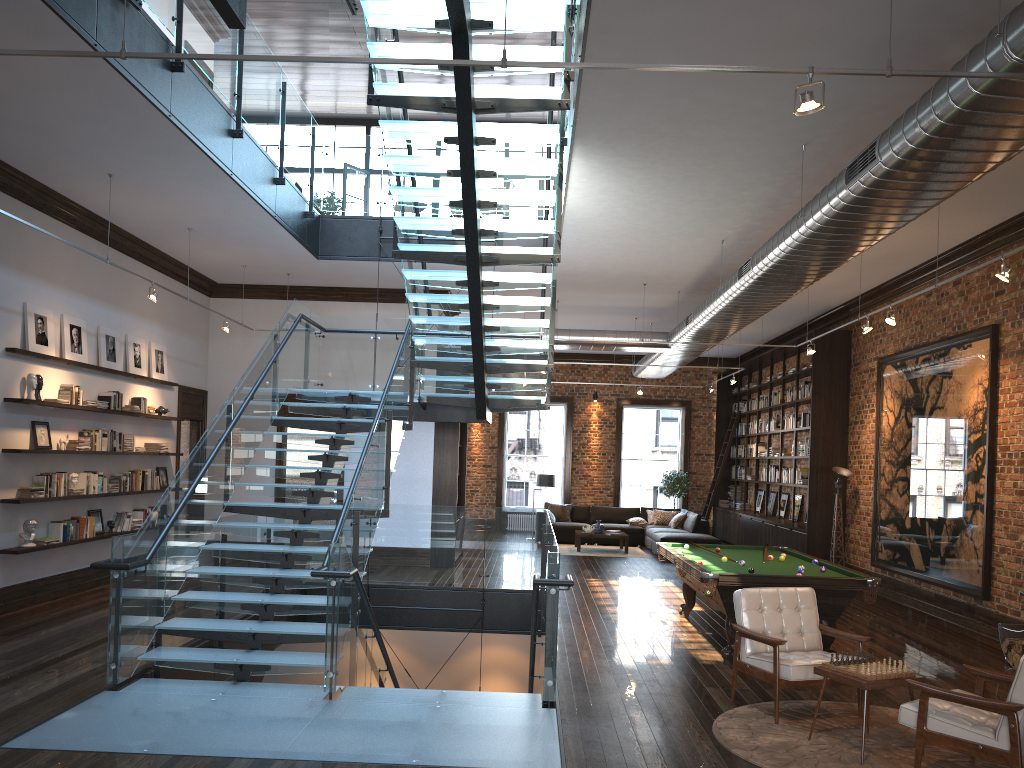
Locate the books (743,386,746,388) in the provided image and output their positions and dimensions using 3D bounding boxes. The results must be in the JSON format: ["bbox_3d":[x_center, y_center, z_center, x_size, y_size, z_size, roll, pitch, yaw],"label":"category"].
[{"bbox_3d":[5.436,0.068,20.340,0.192,0.010,0.374,2,-5,3],"label":"books"}]

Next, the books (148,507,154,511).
[{"bbox_3d":[-4.944,1.822,12.194,0.122,0.252,0.013,2,0,1],"label":"books"}]

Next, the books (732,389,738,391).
[{"bbox_3d":[5.436,0.153,21.287,0.230,0.015,0.313,2,-5,-2],"label":"books"}]

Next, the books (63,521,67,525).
[{"bbox_3d":[-5.002,1.633,9.839,0.114,0.220,0.022,2,0,1],"label":"books"}]

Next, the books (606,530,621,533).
[{"bbox_3d":[2.041,2.973,17.877,0.205,0.028,0.263,-1,-6,34],"label":"books"}]

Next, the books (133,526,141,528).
[{"bbox_3d":[-4.955,1.867,11.571,0.141,0.011,0.289,2,-5,-3],"label":"books"}]

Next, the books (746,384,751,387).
[{"bbox_3d":[5.413,0.039,19.947,0.216,0.018,0.377,2,-5,0],"label":"books"}]

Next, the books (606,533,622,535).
[{"bbox_3d":[2.012,2.969,17.538,0.262,0.024,0.206,4,-5,-21],"label":"books"}]

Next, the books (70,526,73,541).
[{"bbox_3d":[-4.975,1.663,9.875,0.167,0.168,0.029,2,0,1],"label":"books"}]

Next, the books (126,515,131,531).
[{"bbox_3d":[-4.952,1.771,11.320,0.151,0.207,0.085,2,-1,1],"label":"books"}]

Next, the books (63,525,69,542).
[{"bbox_3d":[-4.975,1.646,9.771,0.167,0.184,0.029,2,0,1],"label":"books"}]

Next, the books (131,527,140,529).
[{"bbox_3d":[-4.961,1.878,11.571,0.142,0.011,0.256,2,-5,3],"label":"books"}]

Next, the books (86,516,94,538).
[{"bbox_3d":[-4.965,1.666,10.337,0.168,0.242,0.026,2,0,1],"label":"books"}]

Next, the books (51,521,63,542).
[{"bbox_3d":[-5.001,1.621,9.742,0.126,0.225,0.031,2,0,1],"label":"books"}]

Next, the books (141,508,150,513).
[{"bbox_3d":[-4.945,1.804,11.964,0.124,0.249,0.013,2,0,1],"label":"books"}]

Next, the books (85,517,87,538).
[{"bbox_3d":[-4.989,1.657,10.251,0.136,0.243,0.026,2,0,1],"label":"books"}]

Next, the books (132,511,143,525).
[{"bbox_3d":[-4.950,1.796,11.727,0.142,0.224,0.012,2,0,1],"label":"books"}]

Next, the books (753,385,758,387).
[{"bbox_3d":[5.402,0.056,19.405,0.206,0.018,0.325,2,-5,-1],"label":"books"}]

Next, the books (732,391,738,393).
[{"bbox_3d":[5.441,0.195,21.287,0.213,0.014,0.358,2,-5,-2],"label":"books"}]

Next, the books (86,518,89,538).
[{"bbox_3d":[-4.982,1.665,10.281,0.147,0.232,0.036,2,0,1],"label":"books"}]

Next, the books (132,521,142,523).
[{"bbox_3d":[-4.952,1.794,11.571,0.141,0.011,0.289,1,-5,6],"label":"books"}]

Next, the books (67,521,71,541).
[{"bbox_3d":[-4.985,1.634,9.855,0.152,0.221,0.011,2,0,1],"label":"books"}]

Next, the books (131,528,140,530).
[{"bbox_3d":[-4.958,1.889,11.571,0.142,0.011,0.257,2,-5,-2],"label":"books"}]

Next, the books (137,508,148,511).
[{"bbox_3d":[-4.955,1.794,11.872,0.141,0.252,0.012,2,0,1],"label":"books"}]

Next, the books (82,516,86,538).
[{"bbox_3d":[-4.985,1.651,10.225,0.128,0.251,0.025,2,0,1],"label":"books"}]

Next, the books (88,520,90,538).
[{"bbox_3d":[-4.985,1.683,10.312,0.135,0.201,0.025,2,0,1],"label":"books"}]

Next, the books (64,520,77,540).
[{"bbox_3d":[-4.987,1.643,9.989,0.140,0.225,0.060,2,0,1],"label":"books"}]

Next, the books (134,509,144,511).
[{"bbox_3d":[-4.955,1.785,11.774,0.134,0.254,0.011,2,0,1],"label":"books"}]

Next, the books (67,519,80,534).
[{"bbox_3d":[-4.990,1.653,10.088,0.136,0.222,0.021,2,0,1],"label":"books"}]

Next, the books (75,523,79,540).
[{"bbox_3d":[-4.981,1.668,10.034,0.152,0.183,0.030,2,0,1],"label":"books"}]

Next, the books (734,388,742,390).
[{"bbox_3d":[5.462,0.117,21.286,0.190,0.017,0.301,2,-5,0],"label":"books"}]

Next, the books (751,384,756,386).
[{"bbox_3d":[5.389,0.030,19.405,0.232,0.006,0.289,2,-5,-2],"label":"books"}]

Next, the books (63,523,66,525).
[{"bbox_3d":[-5.009,1.638,9.813,0.130,0.204,0.030,2,0,1],"label":"books"}]

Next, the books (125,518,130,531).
[{"bbox_3d":[-4.963,1.792,11.294,0.152,0.164,0.079,2,-1,1],"label":"books"}]

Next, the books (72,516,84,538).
[{"bbox_3d":[-4.994,1.648,10.195,0.141,0.252,0.012,2,0,1],"label":"books"}]

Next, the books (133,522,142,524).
[{"bbox_3d":[-4.962,1.814,11.571,0.141,0.011,0.287,2,-5,2],"label":"books"}]

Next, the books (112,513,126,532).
[{"bbox_3d":[-4.965,1.745,11.161,0.141,0.224,0.136,2,-1,1],"label":"books"}]

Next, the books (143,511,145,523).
[{"bbox_3d":[-4.947,1.794,11.739,0.162,0.230,0.011,2,0,1],"label":"books"}]

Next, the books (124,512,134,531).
[{"bbox_3d":[-4.948,1.761,11.364,0.165,0.235,0.094,2,-1,1],"label":"books"}]

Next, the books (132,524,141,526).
[{"bbox_3d":[-4.954,1.835,11.571,0.142,0.011,0.258,2,-5,-3],"label":"books"}]

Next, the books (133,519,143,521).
[{"bbox_3d":[-4.952,1.773,11.571,0.141,0.011,0.289,1,-5,6],"label":"books"}]

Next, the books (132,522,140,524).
[{"bbox_3d":[-4.959,1.804,11.571,0.141,0.011,0.287,2,-5,3],"label":"books"}]

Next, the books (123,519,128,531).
[{"bbox_3d":[-4.959,1.788,11.254,0.137,0.158,0.108,2,-2,1],"label":"books"}]

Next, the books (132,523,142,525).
[{"bbox_3d":[-4.964,1.825,11.571,0.141,0.011,0.286,2,-5,1],"label":"books"}]

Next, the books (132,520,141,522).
[{"bbox_3d":[-4.953,1.783,11.571,0.142,0.011,0.258,2,-5,-3],"label":"books"}]

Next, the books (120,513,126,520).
[{"bbox_3d":[-4.970,1.746,11.199,0.137,0.228,0.138,2,-1,1],"label":"books"}]

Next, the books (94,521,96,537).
[{"bbox_3d":[-4.976,1.698,10.417,0.154,0.191,0.028,2,0,1],"label":"books"}]

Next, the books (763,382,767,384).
[{"bbox_3d":[5.387,-0.015,18.512,0.191,0.015,0.375,2,-5,-1],"label":"books"}]

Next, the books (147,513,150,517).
[{"bbox_3d":[-4.934,1.817,11.840,0.176,0.202,0.034,2,0,1],"label":"books"}]

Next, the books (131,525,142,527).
[{"bbox_3d":[-4.954,1.846,11.571,0.141,0.011,0.289,1,-5,6],"label":"books"}]

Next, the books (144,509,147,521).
[{"bbox_3d":[-4.943,1.793,11.817,0.164,0.247,0.011,2,0,1],"label":"books"}]

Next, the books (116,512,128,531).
[{"bbox_3d":[-4.967,1.745,11.212,0.146,0.234,0.142,2,-1,1],"label":"books"}]

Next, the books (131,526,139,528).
[{"bbox_3d":[-4.963,1.856,11.571,0.141,0.011,0.287,2,-5,1],"label":"books"}]

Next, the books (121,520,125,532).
[{"bbox_3d":[-4.962,1.783,11.158,0.136,0.155,0.104,2,-2,1],"label":"books"}]

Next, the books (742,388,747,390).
[{"bbox_3d":[5.414,0.112,20.340,0.229,0.033,0.274,1,-5,5],"label":"books"}]

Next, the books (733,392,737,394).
[{"bbox_3d":[5.442,0.225,21.287,0.216,0.014,0.336,2,-5,4],"label":"books"}]

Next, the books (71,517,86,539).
[{"bbox_3d":[-4.973,1.647,10.139,0.176,0.244,0.082,2,-1,1],"label":"books"}]

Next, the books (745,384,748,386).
[{"bbox_3d":[5.449,0.029,20.339,0.164,0.022,0.258,1,-5,5],"label":"books"}]

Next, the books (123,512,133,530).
[{"bbox_3d":[-4.957,1.763,11.344,0.157,0.233,0.107,2,-1,1],"label":"books"}]
